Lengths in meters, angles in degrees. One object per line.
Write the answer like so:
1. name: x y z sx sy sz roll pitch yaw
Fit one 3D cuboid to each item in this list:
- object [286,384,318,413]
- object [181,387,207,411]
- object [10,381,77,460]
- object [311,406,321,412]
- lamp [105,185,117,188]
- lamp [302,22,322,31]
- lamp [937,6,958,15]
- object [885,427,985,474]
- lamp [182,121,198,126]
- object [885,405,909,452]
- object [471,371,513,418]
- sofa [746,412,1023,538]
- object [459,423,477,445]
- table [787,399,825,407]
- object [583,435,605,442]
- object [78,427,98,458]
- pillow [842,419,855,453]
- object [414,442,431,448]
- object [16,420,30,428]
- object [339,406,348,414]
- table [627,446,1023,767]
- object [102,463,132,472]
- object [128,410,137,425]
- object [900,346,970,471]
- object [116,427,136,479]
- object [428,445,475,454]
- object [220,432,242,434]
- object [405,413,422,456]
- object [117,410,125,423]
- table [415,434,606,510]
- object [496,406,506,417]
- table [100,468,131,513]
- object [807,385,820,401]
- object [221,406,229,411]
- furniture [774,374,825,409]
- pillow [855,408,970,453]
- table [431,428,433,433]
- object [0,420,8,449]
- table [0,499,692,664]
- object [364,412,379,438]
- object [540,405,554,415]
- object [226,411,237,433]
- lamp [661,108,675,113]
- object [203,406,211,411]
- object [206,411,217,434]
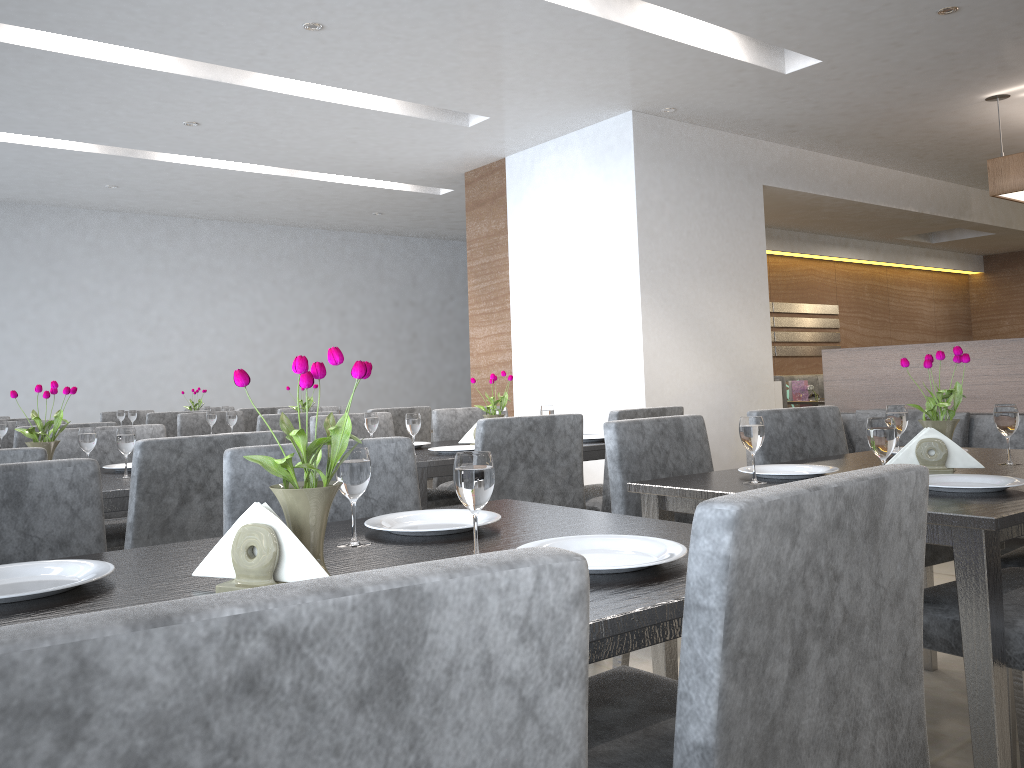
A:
1. object: -1.101 0.125 4.676 0.154 0.278 0.103 1 -5 -40
2. object: -2.181 0.162 6.083 0.154 0.278 0.103 1 -5 -40
3. object: -1.269 0.130 2.402 0.154 0.278 0.103 1 -5 -40
4. object: -1.080 0.193 4.877 0.053 0.140 0.053 -3 -4 10
5. lamp: -3.127 -1.538 6.893 0.089 0.007 0.088 -2 0 8
6. lamp: -0.902 -1.614 3.994 0.089 0.007 0.088 -2 0 8
7. lamp: 1.998 -1.712 4.054 0.089 0.007 0.088 -2 0 8
8. object: 0.919 0.144 1.936 0.203 0.100 0.070 -2 -3 22
9. lamp: -1.951 -1.578 5.361 0.089 0.007 0.088 -2 0 8
10. object: 0.966 0.123 2.211 0.053 0.140 0.053 -3 -4 10
11. object: -0.063 0.089 3.324 0.154 0.278 0.103 1 -5 -40
12. sofa: 2.767 0.455 3.694 0.835 0.631 3.785 -1 -1 -38
13. object: -0.109 0.179 3.274 0.203 0.100 0.070 -2 -3 22
14. table: 2.314 0.456 6.835 0.506 0.658 0.504 0 -4 -37
15. object: 0.288 0.208 3.361 0.217 0.015 0.216 -2 0 -37
16. object: -1.260 0.199 2.626 0.053 0.140 0.053 -2 -4 5
17. pillow: 1.724 0.317 4.934 0.560 0.307 0.188 -1 -3 -37
18. object: -0.411 0.232 3.311 0.216 0.015 0.216 -2 0 9
19. object: -2.113 0.228 3.816 0.053 0.140 0.053 -3 -4 10
20. object: -0.897 0.187 4.717 0.053 0.140 0.053 -3 -4 10
21. table: 0.971 0.511 1.968 1.189 0.638 0.774 -1 -2 -37
22. object: -1.152 0.257 2.744 0.217 0.015 0.216 -2 0 -37
23. object: -2.456 0.240 5.721 0.053 0.140 0.053 -3 -4 10
24. object: 0.964 0.054 1.986 0.154 0.278 0.103 1 -5 -40
25. object: -1.076 0.192 2.465 0.053 0.140 0.053 -2 -4 5
26. object: -0.177 0.224 3.006 0.217 0.015 0.216 -2 0 -37
27. object: -1.449 0.267 4.663 0.216 0.015 0.216 -2 0 33
28. object: -0.329 0.167 2.950 0.053 0.140 0.053 -2 -4 5
29. object: -2.633 0.246 5.952 0.053 0.140 0.053 -3 -4 10
30. table: -0.056 0.546 3.307 1.189 0.638 0.774 -1 -2 -37
31. object: -0.047 0.157 3.531 0.053 0.140 0.053 -3 -4 10
32. table: -1.262 0.587 2.385 1.189 0.638 0.774 -1 -2 -37
33. object: 2.311 0.067 6.776 0.094 0.126 0.107 -2 -3 5
34. object: -1.990 0.224 6.142 0.053 0.140 0.053 -3 -4 10
35. furniture: 4.552 0.279 7.043 5.647 0.858 4.241 -2 0 -37
36. pillow: 2.143 0.296 4.788 0.181 0.322 0.636 1 -2 -37
37. table: -1.094 0.581 4.659 1.189 0.638 0.774 -1 -2 -37
38. object: -2.297 0.234 3.977 0.053 0.140 0.053 -3 -4 10
39. table: -0.235 0.552 1.046 1.189 0.638 0.774 -1 -2 -37
40. object: -0.506 0.173 3.181 0.053 0.140 0.053 -3 -4 10
41. object: 0.136 0.151 3.371 0.053 0.140 0.053 -3 -4 10
42. object: -1.362 0.202 4.296 0.053 0.140 0.053 -3 -4 10
43. lamp: 0.955 -1.677 5.413 0.089 0.007 0.088 -2 0 8
44. object: -2.174 0.230 6.302 0.053 0.140 0.053 -3 -4 10
45. object: -1.539 0.208 4.527 0.053 0.140 0.053 -3 -4 10
